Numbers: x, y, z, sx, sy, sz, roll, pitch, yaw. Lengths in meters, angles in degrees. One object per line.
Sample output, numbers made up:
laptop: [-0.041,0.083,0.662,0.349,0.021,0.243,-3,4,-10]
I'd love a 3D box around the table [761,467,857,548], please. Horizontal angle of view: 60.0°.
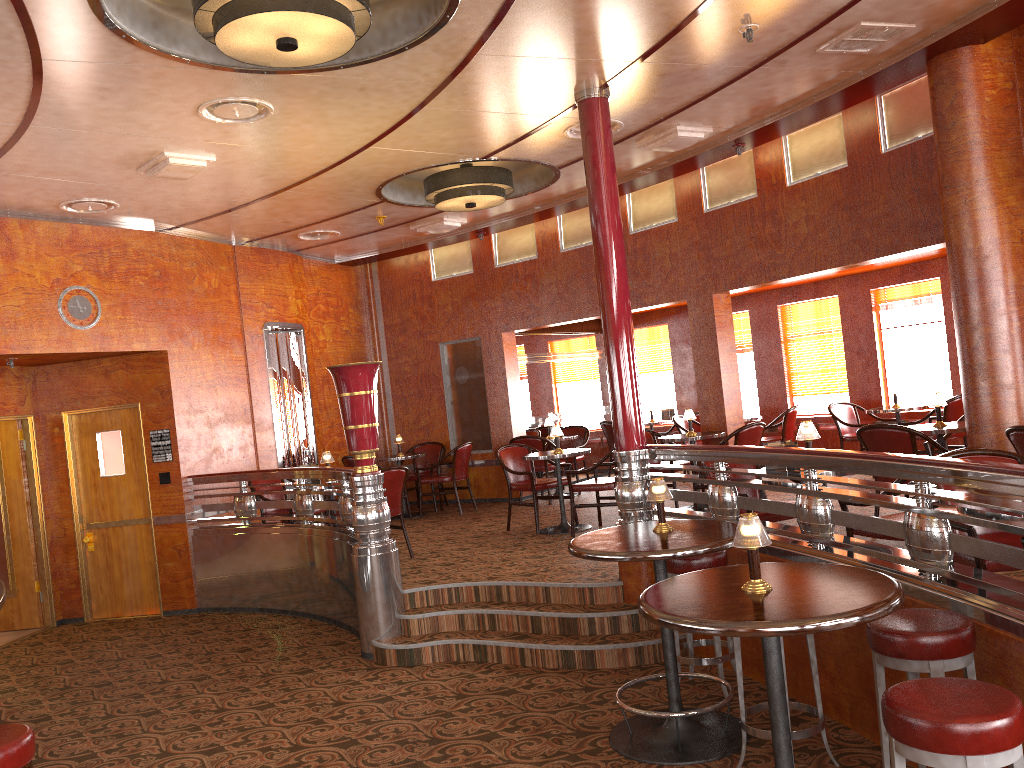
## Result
table: [1.743,0.806,4.904,0.639,0.720,0.640,-6,0,-21]

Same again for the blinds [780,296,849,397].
blinds: [3.720,-0.439,10.911,0.050,1.174,0.804,-6,0,-40]

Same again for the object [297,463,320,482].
object: [-1.785,0.790,7.882,0.195,0.156,0.169,-6,0,4]

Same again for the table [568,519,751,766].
table: [0.738,1.189,4.204,0.849,0.960,0.850,-6,0,-12]

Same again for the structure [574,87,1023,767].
structure: [1.329,-0.210,3.921,0.549,3.605,4.355,-6,0,-17]

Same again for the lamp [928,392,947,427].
lamp: [3.140,0.185,6.534,0.130,0.250,0.130,-6,0,-34]

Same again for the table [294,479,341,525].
table: [-1.597,1.211,7.965,0.640,0.720,0.639,-6,0,38]

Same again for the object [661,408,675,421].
object: [2.104,0.414,11.980,0.169,0.156,0.195,-6,0,1]

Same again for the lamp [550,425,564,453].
lamp: [0.415,0.505,8.179,0.130,0.250,0.130,-6,0,-34]

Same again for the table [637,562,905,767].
table: [0.894,1.157,2.950,0.850,0.960,0.849,-6,0,11]

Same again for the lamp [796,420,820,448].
lamp: [1.643,0.329,4.911,0.130,0.250,0.130,-6,0,-34]

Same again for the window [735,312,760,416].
window: [2.920,-0.215,11.866,0.821,1.420,0.040,-6,0,45]

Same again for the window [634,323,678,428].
window: [1.979,-0.101,12.694,0.839,1.436,0.150,-6,0,39]

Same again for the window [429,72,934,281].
window: [2.220,-1.965,6.298,1.955,0.480,11.955,-6,-1,-24]

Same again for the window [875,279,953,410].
window: [4.526,-0.415,9.939,0.040,1.420,0.821,-6,0,-35]

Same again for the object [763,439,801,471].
object: [1.501,0.391,4.810,0.195,0.156,0.169,-6,0,-21]

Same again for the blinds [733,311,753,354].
blinds: [2.841,-0.650,11.833,0.804,0.539,0.057,-7,0,45]

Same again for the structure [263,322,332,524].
structure: [-2.350,0.494,9.734,0.557,2.354,0.811,-6,0,30]

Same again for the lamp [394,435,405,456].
lamp: [-1.334,0.726,10.503,0.130,0.250,0.130,-6,0,-34]

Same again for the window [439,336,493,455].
window: [-0.497,0.154,11.211,0.807,1.440,0.257,-6,0,34]

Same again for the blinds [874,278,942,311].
blinds: [4.426,-0.989,9.912,0.057,0.258,0.804,-6,-1,-35]

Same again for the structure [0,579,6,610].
structure: [-3.497,1.582,1.935,3.208,1.047,7.809,-6,-1,9]

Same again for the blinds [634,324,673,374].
blinds: [1.919,-0.477,12.671,0.804,0.661,0.050,-7,0,39]

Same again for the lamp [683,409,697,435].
lamp: [1.718,0.367,8.555,0.130,0.250,0.130,-6,0,-25]

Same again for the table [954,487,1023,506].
table: [2.085,0.750,3.389,0.639,0.720,0.640,-6,0,-39]

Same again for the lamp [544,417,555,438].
lamp: [0.458,0.533,10.815,0.130,0.250,0.130,-6,0,-34]

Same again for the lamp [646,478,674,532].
lamp: [0.721,0.584,4.307,0.130,0.250,0.130,-6,0,20]

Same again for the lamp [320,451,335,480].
lamp: [-1.653,0.729,7.966,0.130,0.250,0.130,-6,0,38]

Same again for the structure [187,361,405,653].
structure: [-1.814,0.973,7.309,0.623,2.024,3.171,-6,0,-41]

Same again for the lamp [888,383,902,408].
lamp: [4.045,0.121,9.363,0.130,0.250,0.130,-6,0,0]

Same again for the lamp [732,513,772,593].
lamp: [0.802,0.558,2.952,0.130,0.250,0.130,-6,0,29]

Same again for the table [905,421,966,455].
table: [3.187,0.668,6.540,0.640,0.720,0.639,-6,0,20]

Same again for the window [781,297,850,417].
window: [3.768,-0.320,10.940,0.040,1.420,0.821,-6,0,-40]

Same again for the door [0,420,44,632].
door: [-4.907,1.337,8.339,0.808,1.983,0.063,-6,0,3]

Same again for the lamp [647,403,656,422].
lamp: [1.911,0.390,12.152,0.130,0.250,0.130,-6,0,2]
